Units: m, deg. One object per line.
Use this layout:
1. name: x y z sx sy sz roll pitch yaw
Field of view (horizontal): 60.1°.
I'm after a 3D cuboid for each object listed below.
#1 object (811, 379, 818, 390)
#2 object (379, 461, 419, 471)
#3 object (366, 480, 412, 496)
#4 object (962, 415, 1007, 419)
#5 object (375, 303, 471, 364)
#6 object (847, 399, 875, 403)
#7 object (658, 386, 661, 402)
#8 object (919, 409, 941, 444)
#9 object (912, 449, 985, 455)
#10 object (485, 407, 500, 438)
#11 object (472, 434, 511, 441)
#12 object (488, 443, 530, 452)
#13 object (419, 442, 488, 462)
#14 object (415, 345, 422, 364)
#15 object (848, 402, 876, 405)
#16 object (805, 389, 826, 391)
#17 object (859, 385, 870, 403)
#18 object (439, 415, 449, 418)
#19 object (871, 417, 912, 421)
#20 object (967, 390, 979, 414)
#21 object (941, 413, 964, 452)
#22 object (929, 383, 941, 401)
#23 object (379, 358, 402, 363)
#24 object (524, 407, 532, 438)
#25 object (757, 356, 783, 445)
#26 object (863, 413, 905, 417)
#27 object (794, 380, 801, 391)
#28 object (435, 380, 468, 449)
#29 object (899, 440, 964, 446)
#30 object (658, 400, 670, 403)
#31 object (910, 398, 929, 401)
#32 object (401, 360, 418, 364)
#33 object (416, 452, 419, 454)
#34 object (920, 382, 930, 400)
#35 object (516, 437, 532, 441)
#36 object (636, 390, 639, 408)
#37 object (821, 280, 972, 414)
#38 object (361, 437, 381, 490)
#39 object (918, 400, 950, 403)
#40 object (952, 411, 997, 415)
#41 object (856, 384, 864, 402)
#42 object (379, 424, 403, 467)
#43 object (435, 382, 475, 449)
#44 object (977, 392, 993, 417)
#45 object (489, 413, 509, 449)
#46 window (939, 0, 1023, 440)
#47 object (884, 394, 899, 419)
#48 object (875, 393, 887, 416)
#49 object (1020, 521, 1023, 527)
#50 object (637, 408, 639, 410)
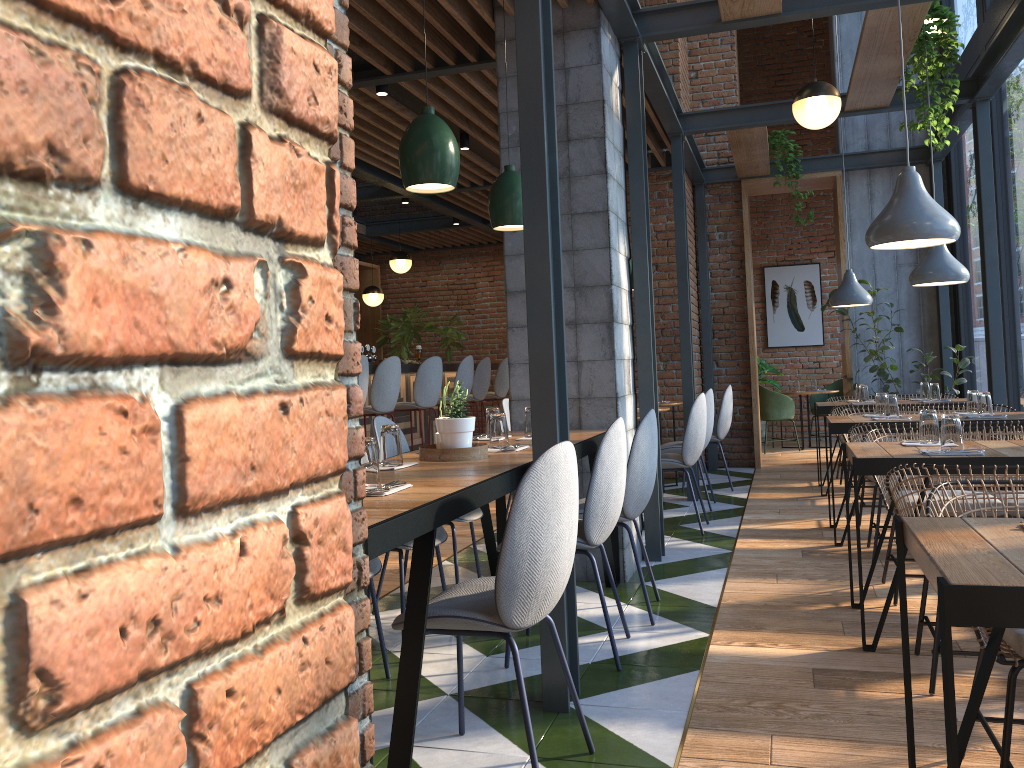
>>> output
1. object: 3.699 0.008 10.848 0.080 0.138 0.080 -3 -2 38
2. object: -0.423 0.274 3.020 0.157 0.019 0.242 -2 1 17
3. object: -0.380 0.281 2.386 0.157 0.019 0.242 -2 1 16
4. object: 2.654 0.181 5.002 0.242 0.019 0.157 -2 1 18
5. object: -1.304 -0.101 12.549 1.515 2.100 1.082 -3 -1 22
6. object: 2.893 0.138 7.315 0.242 0.019 0.157 -2 1 20
7. object: 1.264 0.090 7.752 0.080 0.138 0.080 -2 -1 4
8. object: 1.702 0.173 3.614 0.080 0.138 0.080 -3 -1 19
9. object: 1.616 0.248 3.289 0.242 0.019 0.157 -2 1 19
10. object: -0.085 0.178 4.102 0.080 0.138 0.080 -3 -2 40
11. object: -0.099 0.245 4.127 0.157 0.019 0.242 -2 1 17
12. object: -0.034 0.251 3.495 0.157 0.019 0.242 -2 1 17
13. object: -0.214 0.248 3.244 0.251 0.046 0.253 -2 1 -9
14. object: -0.910 -0.286 8.655 0.070 0.183 0.070 -4 -2 37
15. object: 2.762 0.148 6.991 0.242 0.019 0.157 -2 1 14
16. object: 3.728 0.073 10.844 0.157 0.019 0.242 -3 1 -25
17. object: 2.785 0.081 7.011 0.080 0.138 0.080 -2 -1 -23
18. object: -0.259 0.194 3.543 0.080 0.138 0.080 -2 -1 -20
19. object: 2.190 0.198 5.155 0.242 0.019 0.157 -2 1 19
20. object: 2.759 0.107 5.296 0.080 0.138 0.080 -2 -1 -17
21. object: 1.641 0.180 3.307 0.080 0.138 0.080 -2 -1 -8
22. object: 3.280 0.063 6.873 0.080 0.138 0.080 -2 -1 0
23. object: -1.161 -0.215 8.478 0.168 0.073 0.168 -2 0 37
24. object: 0.094 0.172 4.032 0.080 0.138 0.080 -2 -1 -20
25. object: 3.143 0.186 11.486 0.634 1.198 0.713 -2 -1 -23
26. object: 2.292 0.189 5.456 0.242 0.019 0.157 -2 1 16
27. object: 3.445 0.020 10.713 0.080 0.138 0.080 -3 -2 38
28. object: -0.233 0.129 3.319 0.115 0.282 0.127 -3 -2 13
29. object: 1.723 0.239 3.631 0.242 0.019 0.157 -2 1 16
30. object: 1.284 0.156 7.730 0.157 0.019 0.243 -2 1 21
31. object: 3.354 0.122 7.174 0.242 0.019 0.157 -2 1 17
32. object: -1.033 -0.213 8.709 0.164 0.052 0.292 -2 1 26
33. object: -0.272 0.260 3.568 0.157 0.019 0.242 -2 1 17
34. object: 3.337 0.057 7.156 0.080 0.138 0.080 -2 -1 -10
35. object: 0.112 0.238 4.003 0.157 0.019 0.242 -2 1 17
36. object: 0.961 0.116 6.788 0.080 0.138 0.080 -3 -1 27
37. object: 3.569 -0.079 8.305 1.063 1.775 1.016 -2 -1 -14
38. object: -0.400 0.215 2.415 0.080 0.138 0.080 -3 -2 39
39. object: 3.255 0.130 6.855 0.242 0.019 0.157 -2 1 17
40. object: 2.777 0.172 5.314 0.242 0.019 0.157 -2 1 20
41. object: 2.871 0.073 7.299 0.080 0.138 0.080 -3 -1 33
42. object: -0.410 0.208 2.995 0.080 0.138 0.080 -2 -1 -10
43. object: -0.204 0.132 3.196 0.146 0.277 0.145 -2 -1 -2
44. object: 2.679 0.114 5.020 0.080 0.138 0.080 -2 -1 -9
45. object: -0.052 0.185 3.525 0.080 0.138 0.080 -3 -2 40
46. window: 2.943 -2.309 4.356 0.127 5.606 8.719 -3 0 17
47. object: 2.215 0.130 5.172 0.080 0.138 0.080 -2 -1 -8
48. object: 2.272 0.124 5.439 0.080 0.138 0.080 -3 -2 39
49. object: 1.161 0.288 1.776 0.242 0.019 0.157 -2 1 17
50. object: 0.984 0.182 6.769 0.157 0.019 0.242 -2 1 14
